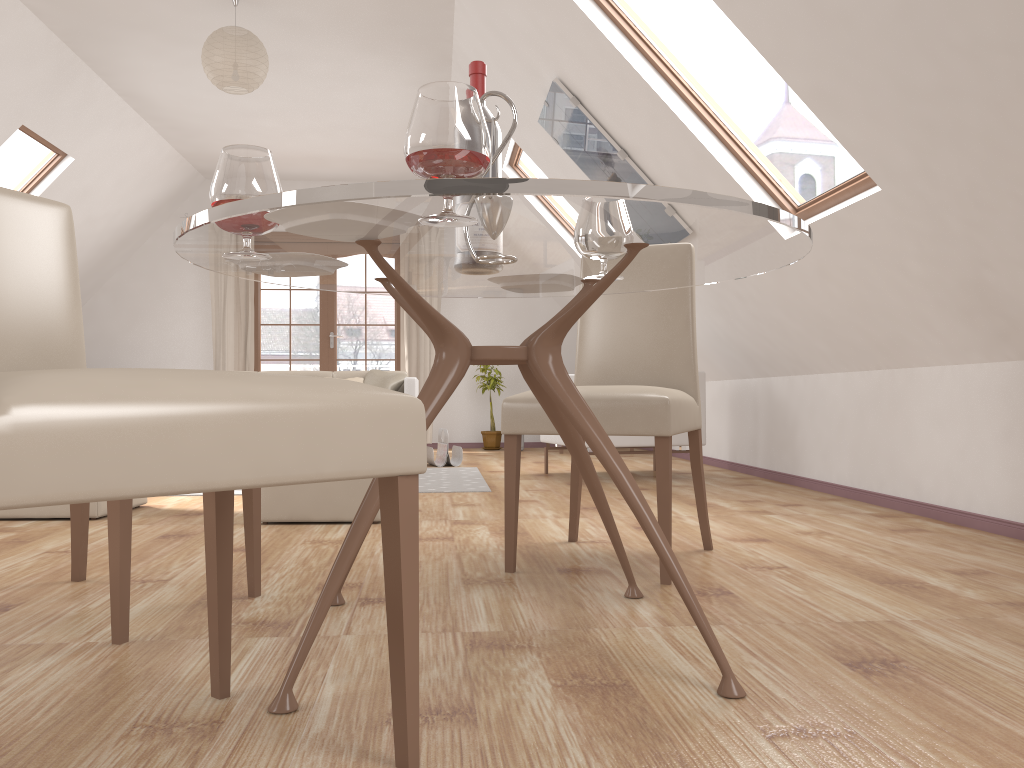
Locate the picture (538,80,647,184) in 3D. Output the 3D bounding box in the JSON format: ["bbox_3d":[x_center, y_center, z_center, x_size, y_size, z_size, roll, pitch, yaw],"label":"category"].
[{"bbox_3d":[0.513,-1.119,4.702,0.683,0.738,0.650,0,-1,-5],"label":"picture"}]

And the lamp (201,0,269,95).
[{"bbox_3d":[-1.452,-1.787,4.655,0.340,0.497,0.340,-1,-1,34],"label":"lamp"}]

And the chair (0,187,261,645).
[{"bbox_3d":[-0.974,0.020,2.065,0.618,0.999,0.477,-1,-1,20],"label":"chair"}]

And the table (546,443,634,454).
[{"bbox_3d":[0.701,0.420,8.166,0.730,0.390,0.773,0,-1,-7],"label":"table"}]

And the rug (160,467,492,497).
[{"bbox_3d":[-1.568,0.572,5.252,2.800,0.007,1.600,0,-1,-5],"label":"rug"}]

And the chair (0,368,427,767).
[{"bbox_3d":[-0.490,0.001,1.081,0.477,0.999,0.618,-1,-1,40],"label":"chair"}]

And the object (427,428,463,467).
[{"bbox_3d":[-0.500,0.456,6.441,0.212,0.267,0.315,0,-1,-18],"label":"object"}]

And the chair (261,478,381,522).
[{"bbox_3d":[-0.745,0.344,3.652,0.506,0.394,0.506,0,-1,-1],"label":"chair"}]

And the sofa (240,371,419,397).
[{"bbox_3d":[-1.645,0.246,6.594,1.880,0.706,0.820,0,-1,-5],"label":"sofa"}]

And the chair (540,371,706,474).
[{"bbox_3d":[0.655,0.216,5.486,0.820,0.706,0.748,0,-1,-15],"label":"chair"}]

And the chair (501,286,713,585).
[{"bbox_3d":[0.305,0.024,2.644,0.477,0.999,0.618,-1,-1,23],"label":"chair"}]

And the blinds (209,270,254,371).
[{"bbox_3d":[-2.656,-0.480,8.406,0.423,2.130,0.120,0,-1,-7],"label":"blinds"}]

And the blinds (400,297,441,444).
[{"bbox_3d":[-0.860,-0.489,8.521,0.424,2.129,0.123,0,-1,-10],"label":"blinds"}]

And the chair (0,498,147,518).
[{"bbox_3d":[-1.902,0.352,3.795,0.506,0.394,0.506,0,-1,0],"label":"chair"}]

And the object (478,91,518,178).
[{"bbox_3d":[-0.036,-0.424,1.769,0.086,0.322,0.096,1,-1,-42],"label":"object"}]

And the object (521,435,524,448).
[{"bbox_3d":[0.038,0.375,8.179,0.234,0.480,0.209,1,-1,-39],"label":"object"}]

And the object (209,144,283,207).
[{"bbox_3d":[-0.504,-0.352,1.688,0.136,0.183,0.136,0,-1,-26],"label":"object"}]

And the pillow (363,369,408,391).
[{"bbox_3d":[-0.988,0.021,6.709,0.424,0.276,0.269,-1,-1,45],"label":"pillow"}]

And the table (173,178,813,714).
[{"bbox_3d":[-0.032,0.123,1.762,1.198,0.770,1.198,-1,-1,16],"label":"table"}]

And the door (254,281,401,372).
[{"bbox_3d":[-1.780,-0.388,8.572,1.546,2.001,0.098,0,-1,-5],"label":"door"}]

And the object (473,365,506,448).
[{"bbox_3d":[-0.214,0.195,8.411,0.311,0.846,0.307,0,-1,-13],"label":"object"}]

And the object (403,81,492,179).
[{"bbox_3d":[-0.099,-0.360,1.366,0.136,0.183,0.136,0,-1,-26],"label":"object"}]

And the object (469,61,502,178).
[{"bbox_3d":[-0.073,-0.478,1.918,0.109,0.435,0.109,0,-1,-9],"label":"object"}]

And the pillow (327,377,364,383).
[{"bbox_3d":[-1.305,0.057,6.726,0.351,0.225,0.196,0,-1,0],"label":"pillow"}]
